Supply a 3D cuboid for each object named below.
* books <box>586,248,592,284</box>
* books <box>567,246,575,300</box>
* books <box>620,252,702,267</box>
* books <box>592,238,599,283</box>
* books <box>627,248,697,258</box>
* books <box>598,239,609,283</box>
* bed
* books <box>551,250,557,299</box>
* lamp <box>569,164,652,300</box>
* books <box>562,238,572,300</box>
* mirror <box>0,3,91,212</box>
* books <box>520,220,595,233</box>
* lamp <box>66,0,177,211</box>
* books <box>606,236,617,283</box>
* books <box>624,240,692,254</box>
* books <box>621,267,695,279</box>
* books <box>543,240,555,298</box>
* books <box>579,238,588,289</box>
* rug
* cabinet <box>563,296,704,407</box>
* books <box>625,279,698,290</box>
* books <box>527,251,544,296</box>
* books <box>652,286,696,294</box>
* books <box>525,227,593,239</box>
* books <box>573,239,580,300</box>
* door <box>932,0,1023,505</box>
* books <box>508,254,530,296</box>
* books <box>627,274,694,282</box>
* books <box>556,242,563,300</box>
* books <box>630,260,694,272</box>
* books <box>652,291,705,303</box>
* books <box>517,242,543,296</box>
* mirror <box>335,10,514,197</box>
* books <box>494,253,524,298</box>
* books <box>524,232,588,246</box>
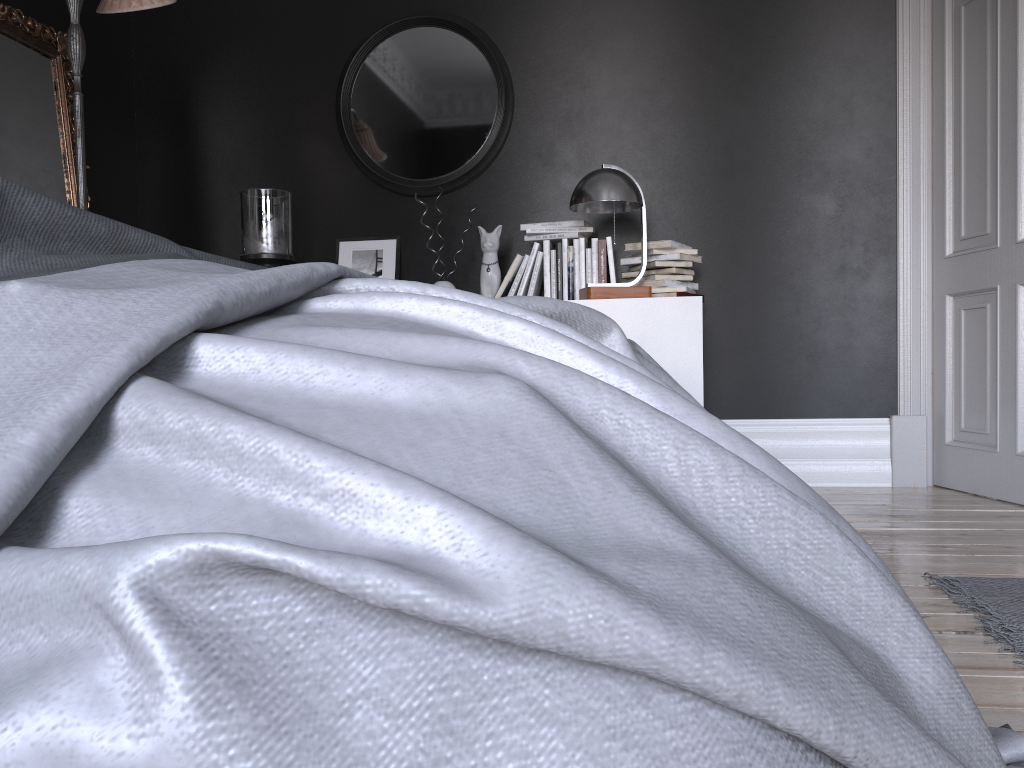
[{"bbox_3d":[0.369,-0.496,4.176,0.026,0.259,0.195,-1,2,9],"label":"books"},{"bbox_3d":[0.283,-0.497,4.148,0.029,0.270,0.204,-1,2,9],"label":"books"},{"bbox_3d":[0.693,-0.572,4.117,0.306,0.030,0.220,0,1,39],"label":"books"},{"bbox_3d":[0.401,-0.521,4.196,0.030,0.307,0.221,-1,2,9],"label":"books"},{"bbox_3d":[0.693,-0.599,4.136,0.220,0.024,0.307,-2,1,-16],"label":"books"},{"bbox_3d":[0.432,-0.515,4.166,0.038,0.295,0.235,-1,2,9],"label":"books"},{"bbox_3d":[-0.885,-0.056,1.536,3.283,1.299,2.764,-1,1,-2],"label":"bed"},{"bbox_3d":[0.208,-0.493,4.201,0.026,0.259,0.195,-1,2,9],"label":"books"},{"bbox_3d":[0.421,-0.657,3.858,0.340,0.591,0.328,-2,2,-11],"label":"lamp"},{"bbox_3d":[0.262,-0.518,4.190,0.024,0.307,0.220,-1,2,9],"label":"books"},{"bbox_3d":[-2.041,-0.522,3.710,0.254,2.193,0.990,-1,2,9],"label":"mirror"},{"bbox_3d":[0.220,-0.739,4.215,0.306,0.030,0.220,-1,1,19],"label":"books"},{"bbox_3d":[-1.576,-0.638,3.254,0.772,2.413,0.985,1,3,42],"label":"lamp"},{"bbox_3d":[0.474,-0.522,4.157,0.050,0.308,0.220,-1,2,9],"label":"books"},{"bbox_3d":[0.679,-0.624,4.097,0.220,0.030,0.306,-1,1,29],"label":"books"},{"bbox_3d":[0.678,-0.511,4.126,0.289,0.030,0.193,0,2,40],"label":"books"},{"bbox_3d":[0.179,-0.517,4.231,0.030,0.307,0.221,-1,2,9],"label":"books"},{"bbox_3d":[0.340,-0.519,4.178,0.024,0.307,0.220,-1,2,9],"label":"books"},{"bbox_3d":[2.709,0.509,1.145,3.645,0.050,2.104,-1,1,10],"label":"rug"},{"bbox_3d":[-0.337,0.088,4.180,2.396,0.883,0.570,-1,2,9],"label":"cabinet"},{"bbox_3d":[0.686,-0.452,4.110,0.229,0.031,0.318,0,1,39],"label":"books"},{"bbox_3d":[0.116,-0.491,4.216,0.091,0.256,0.195,-1,2,9],"label":"books"},{"bbox_3d":[0.712,-0.424,4.099,0.228,0.025,0.319,-1,1,19],"label":"books"},{"bbox_3d":[0.217,-0.711,4.189,0.307,0.024,0.220,-1,1,-1],"label":"books"},{"bbox_3d":[0.318,-0.519,4.209,0.030,0.307,0.221,-1,2,9],"label":"books"},{"bbox_3d":[2.063,-0.700,3.635,0.216,2.376,1.097,-1,2,-4],"label":"door"},{"bbox_3d":[0.037,-0.483,4.229,0.132,0.245,0.195,-1,2,9],"label":"books"},{"bbox_3d":[0.684,-0.482,4.119,0.203,0.029,0.268,-2,1,-21],"label":"books"},{"bbox_3d":[0.232,-0.509,4.171,0.030,0.290,0.193,-1,2,9],"label":"books"},{"bbox_3d":[0.688,-0.541,4.113,0.193,0.030,0.289,-2,1,-17],"label":"books"},{"bbox_3d":[0.718,-0.392,4.091,0.234,0.038,0.294,0,1,36],"label":"books"},{"bbox_3d":[0.083,-0.510,4.218,0.126,0.296,0.220,-1,2,9],"label":"books"},{"bbox_3d":[-0.449,-1.417,4.477,0.924,0.925,0.061,-1,2,9],"label":"mirror"},{"bbox_3d":[-0.009,-0.483,4.205,0.158,0.246,0.203,-1,2,9],"label":"books"},{"bbox_3d":[0.211,-0.686,4.193,0.258,0.026,0.195,-1,1,19],"label":"books"}]
